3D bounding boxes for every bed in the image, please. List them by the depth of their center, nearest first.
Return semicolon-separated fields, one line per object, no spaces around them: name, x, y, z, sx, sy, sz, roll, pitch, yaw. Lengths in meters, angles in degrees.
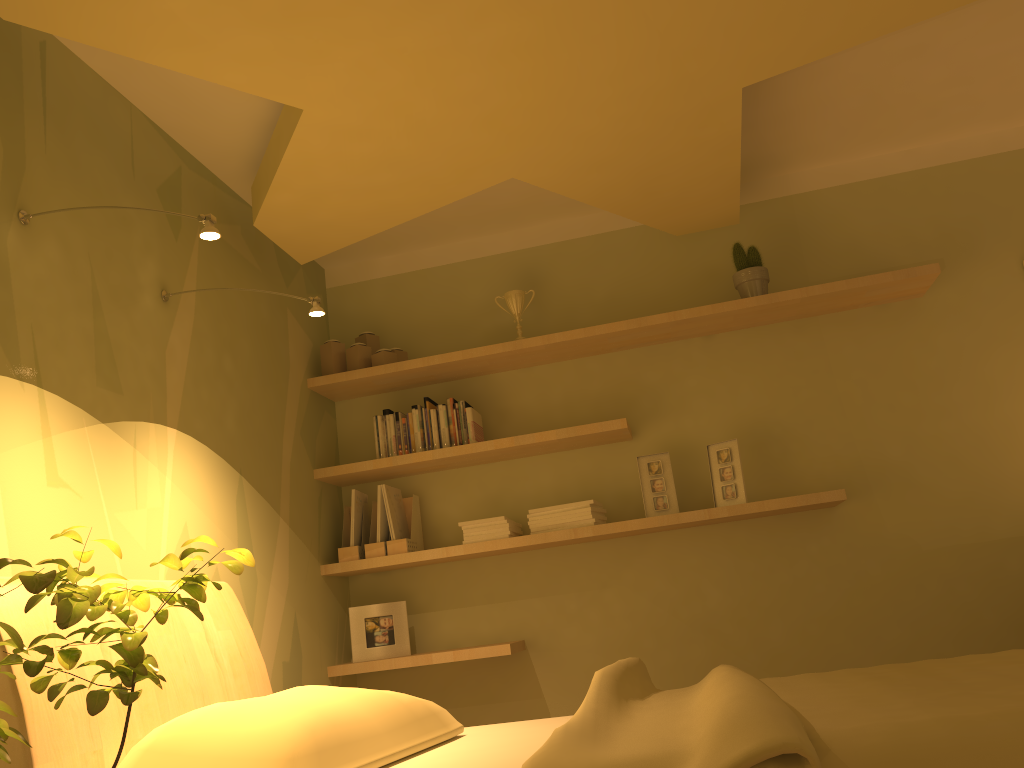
bed;0.184;0.733;1.985;2.378;0.894;1.286;-10;-15;9

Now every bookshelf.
bookshelf;0.485;0.384;3.614;2.605;1.240;0.300;-10;-15;10

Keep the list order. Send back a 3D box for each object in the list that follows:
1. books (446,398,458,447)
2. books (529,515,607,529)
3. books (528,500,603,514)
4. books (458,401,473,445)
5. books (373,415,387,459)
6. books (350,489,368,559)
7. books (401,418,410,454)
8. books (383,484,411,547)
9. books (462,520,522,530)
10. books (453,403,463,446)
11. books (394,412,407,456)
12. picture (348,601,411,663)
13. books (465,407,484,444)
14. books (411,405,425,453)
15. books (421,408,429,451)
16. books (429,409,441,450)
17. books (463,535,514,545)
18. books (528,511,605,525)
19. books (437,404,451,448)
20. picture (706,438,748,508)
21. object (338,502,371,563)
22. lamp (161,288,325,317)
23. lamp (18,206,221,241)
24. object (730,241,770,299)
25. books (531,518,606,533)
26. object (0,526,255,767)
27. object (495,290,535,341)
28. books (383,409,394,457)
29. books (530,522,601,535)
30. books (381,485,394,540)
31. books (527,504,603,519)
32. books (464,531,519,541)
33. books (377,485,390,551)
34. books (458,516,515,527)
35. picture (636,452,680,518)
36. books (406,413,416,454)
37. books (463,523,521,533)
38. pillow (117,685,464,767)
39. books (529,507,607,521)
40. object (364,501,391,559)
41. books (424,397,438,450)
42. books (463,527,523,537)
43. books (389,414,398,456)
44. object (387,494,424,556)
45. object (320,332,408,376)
books;-0.241;0.185;3.821;0.032;0.229;0.138;-10;-15;10
books;0.230;0.566;3.615;0.270;0.015;0.190;-13;-16;21
books;0.223;0.511;3.639;0.270;0.015;0.190;-11;-15;15
books;-0.189;0.186;3.800;0.032;0.203;0.157;-10;-15;10
books;-0.555;0.250;3.862;0.040;0.203;0.157;-10;-15;10
books;-0.655;0.613;3.796;0.048;0.297;0.214;-9;-15;4
books;-0.439;0.245;3.839;0.021;0.172;0.157;-10;-15;10
books;-0.481;0.582;3.767;0.043;0.296;0.210;-10;-15;10
books;-0.080;0.596;3.692;0.190;0.015;0.270;-10;-15;11
books;-0.214;0.193;3.803;0.022;0.198;0.157;-10;-15;10
books;-0.467;0.235;3.847;0.032;0.203;0.157;-10;-15;10
picture;-0.547;1.023;3.667;0.247;0.219;0.131;-4;-15;-12
books;-0.158;0.197;3.779;0.032;0.163;0.178;-10;-15;10
books;-0.384;0.213;3.830;0.038;0.217;0.166;-10;-15;10
books;-0.355;0.216;3.829;0.017;0.203;0.155;-10;-15;10
books;-0.311;0.215;3.810;0.032;0.184;0.173;-10;-15;10
books;-0.080;0.653;3.673;0.190;0.015;0.270;-10;-15;9
books;0.224;0.553;3.622;0.270;0.015;0.190;-13;-16;20
books;-0.276;0.201;3.815;0.040;0.203;0.157;-10;-15;10
picture;0.885;0.364;3.546;0.134;0.264;0.171;-18;-18;35
object;-0.675;0.636;3.794;0.087;0.259;0.236;-9;-15;4
lamp;-0.839;-0.257;2.761;0.533;0.178;0.050;-10;-15;10
lamp;-0.964;-0.396;2.172;0.533;0.178;0.050;-10;-15;10
object;0.986;-0.466;3.678;0.145;0.294;0.145;-5;-15;-9
books;0.232;0.583;3.620;0.270;0.015;0.190;-12;-15;17
object;-0.685;0.651;1.346;0.372;0.944;0.828;-8;-15;3
object;0.027;-0.273;3.879;0.160;0.268;0.095;-2;-16;-19
books;-0.519;0.234;3.868;0.032;0.229;0.138;-10;-15;10
books;0.234;0.597;3.616;0.270;0.015;0.190;-13;-16;20
books;-0.490;0.583;3.764;0.036;0.296;0.210;-10;-15;10
books;0.221;0.529;3.648;0.270;0.015;0.190;-13;-16;20
books;-0.082;0.639;3.677;0.190;0.015;0.270;-9;-15;6
books;-0.533;0.591;3.774;0.048;0.297;0.214;-10;-15;9
books;-0.101;0.581;3.685;0.190;0.015;0.270;-9;-15;7
picture;0.600;0.425;3.635;0.134;0.264;0.171;-10;-15;9
books;-0.414;0.232;3.842;0.032;0.193;0.146;-10;-15;10
books;-0.079;0.608;3.681;0.190;0.015;0.270;-10;-15;9
pillow;-0.492;0.840;2.114;0.482;0.213;0.801;-13;-15;19
books;0.229;0.537;3.624;0.270;0.015;0.190;-14;-16;22
object;-0.552;0.615;3.774;0.087;0.259;0.236;-10;-15;9
books;-0.339;0.191;3.830;0.021;0.247;0.157;-10;-15;10
books;-0.075;0.624;3.682;0.190;0.015;0.270;-10;-15;10
books;-0.493;0.242;3.851;0.022;0.198;0.157;-10;-15;10
object;-0.458;0.598;3.758;0.087;0.259;0.236;-10;-15;10
object;-0.661;-0.138;3.970;0.349;0.229;0.234;-10;-15;10
